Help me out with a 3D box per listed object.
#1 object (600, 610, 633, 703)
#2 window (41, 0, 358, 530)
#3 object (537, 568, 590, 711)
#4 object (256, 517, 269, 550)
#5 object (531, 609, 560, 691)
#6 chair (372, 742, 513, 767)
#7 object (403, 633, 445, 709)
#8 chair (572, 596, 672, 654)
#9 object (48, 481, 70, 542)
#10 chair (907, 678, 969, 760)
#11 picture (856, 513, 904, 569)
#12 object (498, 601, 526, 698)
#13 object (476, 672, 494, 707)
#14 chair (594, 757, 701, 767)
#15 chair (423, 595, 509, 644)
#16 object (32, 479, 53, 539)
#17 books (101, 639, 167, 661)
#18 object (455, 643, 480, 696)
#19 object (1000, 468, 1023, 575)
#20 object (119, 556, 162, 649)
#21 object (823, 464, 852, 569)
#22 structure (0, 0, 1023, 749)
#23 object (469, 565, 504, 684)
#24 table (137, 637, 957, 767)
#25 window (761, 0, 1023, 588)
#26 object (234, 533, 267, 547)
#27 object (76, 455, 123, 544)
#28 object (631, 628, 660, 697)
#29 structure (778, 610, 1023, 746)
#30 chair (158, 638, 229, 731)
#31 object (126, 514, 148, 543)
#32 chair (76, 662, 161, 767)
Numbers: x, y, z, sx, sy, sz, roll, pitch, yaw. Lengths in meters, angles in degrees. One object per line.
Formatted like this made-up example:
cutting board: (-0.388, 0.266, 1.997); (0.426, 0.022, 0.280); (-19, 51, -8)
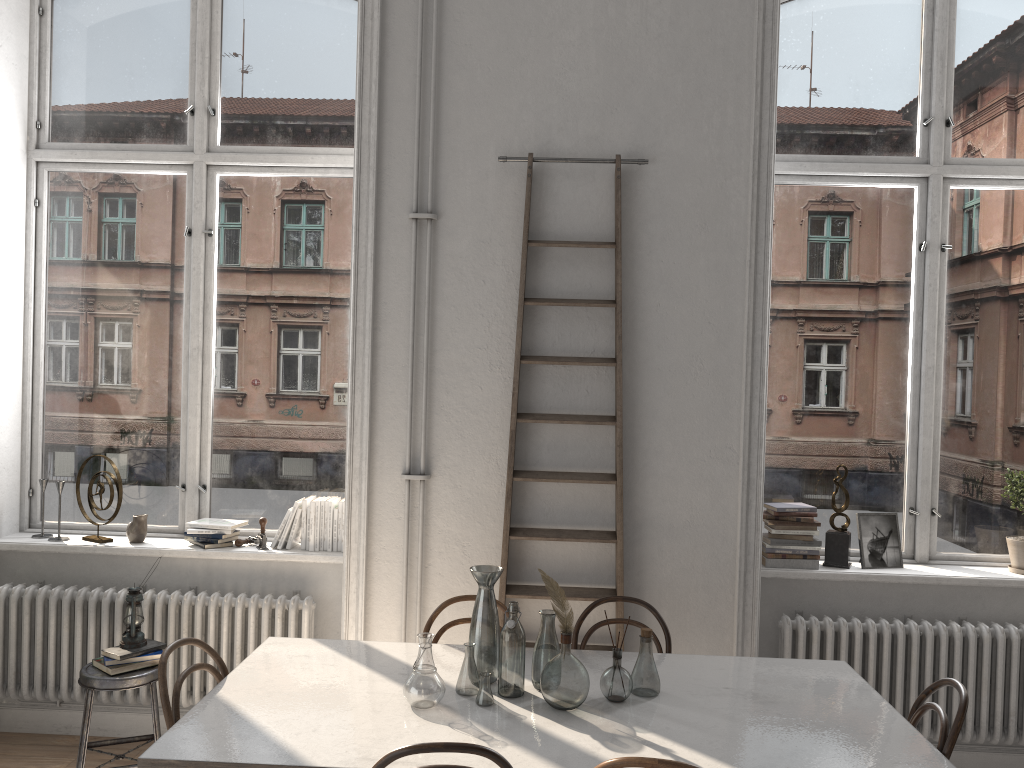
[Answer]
object: (0.340, 0.879, 2.864); (0.107, 0.283, 0.106); (2, 1, -3)
window: (-1.589, -0.682, 4.536); (1.622, 2.843, 0.013); (2, 1, 2)
object: (0.171, 0.793, 2.791); (0.156, 0.446, 0.157); (2, 1, 20)
object: (-1.211, 0.724, 4.312); (0.048, 0.153, 0.088); (1, 1, -28)
object: (0.117, 0.886, 2.956); (0.098, 0.255, 0.100); (1, 1, -21)
chair: (-0.204, 1.329, 2.426); (0.438, 0.921, 0.549); (2, 1, -2)
object: (-0.273, 0.894, 2.771); (0.132, 0.219, 0.132); (2, 1, -8)
chair: (0.417, 1.340, 3.421); (0.438, 0.921, 0.549); (2, 1, 9)
object: (-2.230, 0.625, 4.372); (0.095, 0.289, 0.095); (2, 1, 25)
chair: (1.095, 1.365, 2.761); (0.549, 0.921, 0.438); (2, 1, 15)
picture: (1.755, 0.753, 4.289); (0.221, 0.264, 0.149); (2, 1, -14)
object: (0.001, 0.859, 2.887); (0.086, 0.301, 0.086); (1, 1, -12)
object: (-0.085, 0.962, 2.797); (0.058, 0.094, 0.058); (2, 1, 31)
chair: (0.378, 1.347, 2.367); (0.438, 0.921, 0.549); (2, 1, 13)
chair: (-0.159, 1.323, 3.365); (0.438, 0.921, 0.549); (2, 1, 0)
object: (-2.345, 0.621, 4.434); (0.095, 0.289, 0.095); (2, 1, 34)
books: (-1.637, 1.149, 3.840); (0.147, 0.027, 0.221); (2, 1, 35)
object: (-0.140, 0.928, 2.893); (0.083, 0.158, 0.083); (2, 1, -2)
object: (2.553, 0.640, 4.216); (0.500, 0.524, 0.234); (2, 1, -8)
object: (-1.619, 0.946, 3.865); (0.163, 0.383, 0.154); (1, 1, -24)
object: (1.569, 0.629, 4.253); (0.122, 0.488, 0.102); (2, 1, 27)
structure: (0.174, -0.450, 4.058); (5.182, 4.474, 0.340); (2, 1, 2)
object: (-0.091, 0.815, 3.003); (0.116, 0.383, 0.116); (2, 1, 14)
table: (0.123, 1.404, 2.847); (2.200, 0.780, 1.100); (2, 1, 2)
window: (8.602, -4.752, 7.047); (14.385, 15.937, 26.395); (2, 1, 2)
object: (-1.296, 0.772, 4.372); (0.088, 0.048, 0.153); (2, 1, 42)
object: (-2.038, 0.563, 4.383); (0.347, 0.425, 0.087); (2, 1, 35)
object: (0.442, 0.917, 2.936); (0.101, 0.212, 0.101); (2, 1, 42)
structure: (1.966, 1.358, 4.086); (1.577, 0.552, 0.194); (2, 1, 2)
chair: (-0.850, 1.307, 2.863); (0.549, 0.921, 0.438); (2, 1, 11)
object: (-1.850, 0.709, 4.374); (0.100, 0.142, 0.102); (1, 1, -23)
chair: (-1.678, 1.472, 3.810); (0.364, 0.523, 0.360); (1, 1, -24)
